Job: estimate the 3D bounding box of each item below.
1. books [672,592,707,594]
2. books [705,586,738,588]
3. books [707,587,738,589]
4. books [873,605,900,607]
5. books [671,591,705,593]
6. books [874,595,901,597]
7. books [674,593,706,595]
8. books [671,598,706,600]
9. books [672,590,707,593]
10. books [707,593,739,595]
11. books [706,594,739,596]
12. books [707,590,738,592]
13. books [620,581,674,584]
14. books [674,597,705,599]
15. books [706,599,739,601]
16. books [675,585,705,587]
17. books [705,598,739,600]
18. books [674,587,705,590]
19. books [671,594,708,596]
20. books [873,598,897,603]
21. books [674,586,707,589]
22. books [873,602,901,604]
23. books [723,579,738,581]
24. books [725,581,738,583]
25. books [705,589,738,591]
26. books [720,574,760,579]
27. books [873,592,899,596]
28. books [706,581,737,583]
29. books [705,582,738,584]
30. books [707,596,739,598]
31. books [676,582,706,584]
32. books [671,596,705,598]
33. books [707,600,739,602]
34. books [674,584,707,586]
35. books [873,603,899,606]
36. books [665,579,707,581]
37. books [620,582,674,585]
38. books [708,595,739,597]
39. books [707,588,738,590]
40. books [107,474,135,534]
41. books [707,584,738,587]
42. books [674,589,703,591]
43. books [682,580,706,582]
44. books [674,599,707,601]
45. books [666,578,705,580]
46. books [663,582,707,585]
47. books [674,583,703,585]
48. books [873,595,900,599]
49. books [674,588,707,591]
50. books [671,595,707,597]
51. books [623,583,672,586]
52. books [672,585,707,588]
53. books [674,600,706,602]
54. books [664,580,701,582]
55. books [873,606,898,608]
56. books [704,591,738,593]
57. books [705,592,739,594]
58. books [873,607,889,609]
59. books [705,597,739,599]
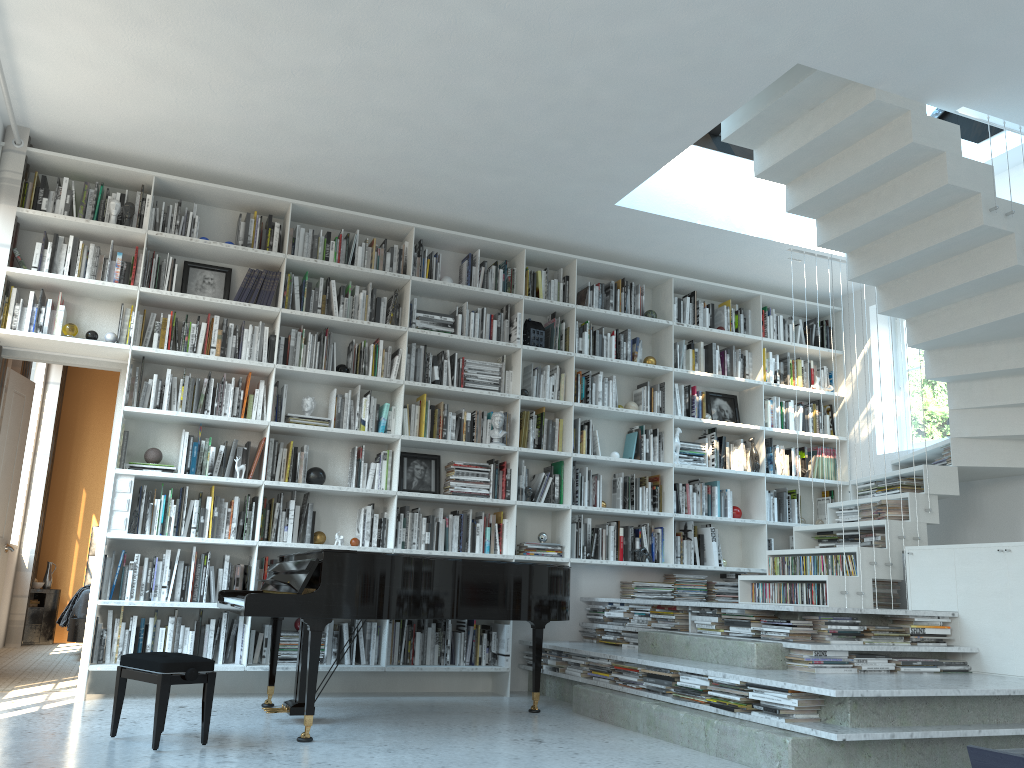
[{"bbox_3d":[1.301,1.572,6.666,0.285,0.007,0.160,7,-14,-20],"label":"books"},{"bbox_3d":[1.647,1.558,6.809,0.328,0.008,0.208,6,-14,-17],"label":"books"},{"bbox_3d":[1.642,1.568,6.818,0.368,0.007,0.206,8,-14,-23],"label":"books"},{"bbox_3d":[2.714,1.634,6.536,0.243,0.008,0.148,8,-15,-25],"label":"books"},{"bbox_3d":[1.302,1.564,6.664,0.254,0.007,0.161,9,-15,-26],"label":"books"},{"bbox_3d":[2.711,1.565,6.565,0.262,0.006,0.185,7,-14,-21],"label":"books"},{"bbox_3d":[1.302,1.578,6.661,0.254,0.007,0.161,9,-15,-26],"label":"books"},{"bbox_3d":[1.299,1.611,6.652,0.254,0.007,0.161,7,-14,-18],"label":"books"},{"bbox_3d":[1.303,1.558,6.665,0.285,0.007,0.160,9,-15,-26],"label":"books"},{"bbox_3d":[1.642,1.611,6.805,0.328,0.008,0.208,8,-14,-24],"label":"books"},{"bbox_3d":[1.642,1.619,6.803,0.328,0.008,0.208,7,-14,-20],"label":"books"},{"bbox_3d":[1.644,1.589,6.807,0.368,0.007,0.206,7,-14,-19],"label":"books"},{"bbox_3d":[0.996,1.468,6.557,0.346,0.007,0.194,7,-14,-20],"label":"books"},{"bbox_3d":[1.296,1.606,6.662,0.254,0.007,0.161,8,-14,-22],"label":"books"},{"bbox_3d":[1.642,1.655,6.793,0.328,0.008,0.208,7,-14,-19],"label":"books"},{"bbox_3d":[1.298,1.520,6.681,0.254,0.005,0.161,8,-14,-22],"label":"books"},{"bbox_3d":[1.640,1.649,6.800,0.368,0.007,0.206,7,-14,-21],"label":"books"},{"bbox_3d":[1.301,1.539,6.675,0.254,0.007,0.161,7,-14,-21],"label":"books"},{"bbox_3d":[1.303,1.584,6.657,0.285,0.007,0.160,6,-14,-17],"label":"books"},{"bbox_3d":[2.715,1.596,6.547,0.179,0.029,0.152,9,-15,-26],"label":"books"},{"bbox_3d":[1.301,1.532,6.677,0.285,0.007,0.160,7,-14,-21],"label":"books"},{"bbox_3d":[2.716,1.614,6.539,0.259,0.009,0.153,7,-14,-21],"label":"books"},{"bbox_3d":[1.782,1.515,6.843,0.159,0.012,0.285,9,-15,-26],"label":"books"},{"bbox_3d":[1.782,1.533,6.839,0.165,0.015,0.243,7,-14,-19],"label":"books"},{"bbox_3d":[1.644,1.582,6.809,0.328,0.008,0.208,8,-15,-25],"label":"books"},{"bbox_3d":[1.769,1.486,6.843,0.204,0.035,0.267,7,-14,-21],"label":"books"},{"bbox_3d":[2.712,1.555,6.567,0.233,0.015,0.170,6,-14,-17],"label":"books"},{"bbox_3d":[1.644,1.529,6.823,0.368,0.007,0.206,7,-14,-20],"label":"books"},{"bbox_3d":[1.648,1.535,6.813,0.368,0.007,0.206,9,-15,-27],"label":"books"},{"bbox_3d":[1.640,1.634,6.803,0.328,0.008,0.208,8,-14,-23],"label":"books"},{"bbox_3d":[1.300,1.498,6.684,0.285,0.005,0.160,8,-14,-23],"label":"books"},{"bbox_3d":[1.297,1.599,6.661,0.254,0.007,0.161,7,-14,-21],"label":"books"},{"bbox_3d":[1.642,1.662,6.789,0.328,0.008,0.208,9,-15,-26],"label":"books"},{"bbox_3d":[1.300,1.513,6.678,0.285,0.005,0.160,8,-14,-24],"label":"books"},{"bbox_3d":[2.712,1.625,6.545,0.224,0.012,0.160,7,-14,-18],"label":"books"},{"bbox_3d":[1.305,1.477,6.685,0.285,0.005,0.160,8,-15,-25],"label":"books"},{"bbox_3d":[0.996,1.476,6.555,0.346,0.007,0.194,8,-14,-24],"label":"books"},{"bbox_3d":[1.642,1.626,6.799,0.368,0.007,0.206,8,-15,-25],"label":"books"},{"bbox_3d":[1.643,1.575,6.813,0.328,0.008,0.208,7,-14,-20],"label":"books"},{"bbox_3d":[-2.307,0.718,5.237,0.106,0.339,0.307,7,-14,-22],"label":"books"},{"bbox_3d":[1.644,1.552,6.818,0.328,0.008,0.208,7,-14,-20],"label":"books"},{"bbox_3d":[1.300,1.552,6.672,0.254,0.007,0.161,7,-14,-21],"label":"books"},{"bbox_3d":[1.306,1.482,6.682,0.254,0.005,0.161,7,-14,-18],"label":"books"},{"bbox_3d":[1.295,1.620,6.659,0.285,0.007,0.160,8,-14,-22],"label":"books"},{"bbox_3d":[1.307,1.471,6.683,0.254,0.005,0.161,9,-15,-27],"label":"books"},{"bbox_3d":[1.299,1.503,6.682,0.285,0.005,0.160,7,-14,-21],"label":"books"},{"bbox_3d":[1.299,1.509,6.681,0.254,0.005,0.161,8,-14,-23],"label":"books"},{"bbox_3d":[2.716,1.574,6.551,0.232,0.017,0.163,8,-14,-22],"label":"books"},{"bbox_3d":[1.304,1.544,6.665,0.285,0.007,0.160,9,-15,-27],"label":"books"},{"bbox_3d":[1.300,1.591,6.657,0.285,0.007,0.160,9,-15,-26],"label":"books"},{"bbox_3d":[0.996,1.483,6.553,0.308,0.008,0.195,7,-14,-20],"label":"books"},{"bbox_3d":[1.300,1.526,6.681,0.285,0.007,0.160,8,-14,-22],"label":"books"},{"bbox_3d":[1.298,1.625,6.651,0.254,0.007,0.161,7,-14,-19],"label":"books"},{"bbox_3d":[1.303,1.486,6.679,0.285,0.005,0.160,9,-15,-26],"label":"books"},{"bbox_3d":[2.726,1.636,6.506,0.190,0.011,0.091,8,-14,-24],"label":"books"},{"bbox_3d":[1.641,1.597,6.811,0.328,0.008,0.208,7,-14,-21],"label":"books"},{"bbox_3d":[1.641,1.605,6.810,0.368,0.007,0.206,7,-14,-21],"label":"books"},{"bbox_3d":[2.717,1.656,6.523,0.231,0.020,0.142,8,-14,-22],"label":"books"},{"bbox_3d":[1.639,1.642,6.804,0.328,0.008,0.208,8,-14,-22],"label":"books"}]
